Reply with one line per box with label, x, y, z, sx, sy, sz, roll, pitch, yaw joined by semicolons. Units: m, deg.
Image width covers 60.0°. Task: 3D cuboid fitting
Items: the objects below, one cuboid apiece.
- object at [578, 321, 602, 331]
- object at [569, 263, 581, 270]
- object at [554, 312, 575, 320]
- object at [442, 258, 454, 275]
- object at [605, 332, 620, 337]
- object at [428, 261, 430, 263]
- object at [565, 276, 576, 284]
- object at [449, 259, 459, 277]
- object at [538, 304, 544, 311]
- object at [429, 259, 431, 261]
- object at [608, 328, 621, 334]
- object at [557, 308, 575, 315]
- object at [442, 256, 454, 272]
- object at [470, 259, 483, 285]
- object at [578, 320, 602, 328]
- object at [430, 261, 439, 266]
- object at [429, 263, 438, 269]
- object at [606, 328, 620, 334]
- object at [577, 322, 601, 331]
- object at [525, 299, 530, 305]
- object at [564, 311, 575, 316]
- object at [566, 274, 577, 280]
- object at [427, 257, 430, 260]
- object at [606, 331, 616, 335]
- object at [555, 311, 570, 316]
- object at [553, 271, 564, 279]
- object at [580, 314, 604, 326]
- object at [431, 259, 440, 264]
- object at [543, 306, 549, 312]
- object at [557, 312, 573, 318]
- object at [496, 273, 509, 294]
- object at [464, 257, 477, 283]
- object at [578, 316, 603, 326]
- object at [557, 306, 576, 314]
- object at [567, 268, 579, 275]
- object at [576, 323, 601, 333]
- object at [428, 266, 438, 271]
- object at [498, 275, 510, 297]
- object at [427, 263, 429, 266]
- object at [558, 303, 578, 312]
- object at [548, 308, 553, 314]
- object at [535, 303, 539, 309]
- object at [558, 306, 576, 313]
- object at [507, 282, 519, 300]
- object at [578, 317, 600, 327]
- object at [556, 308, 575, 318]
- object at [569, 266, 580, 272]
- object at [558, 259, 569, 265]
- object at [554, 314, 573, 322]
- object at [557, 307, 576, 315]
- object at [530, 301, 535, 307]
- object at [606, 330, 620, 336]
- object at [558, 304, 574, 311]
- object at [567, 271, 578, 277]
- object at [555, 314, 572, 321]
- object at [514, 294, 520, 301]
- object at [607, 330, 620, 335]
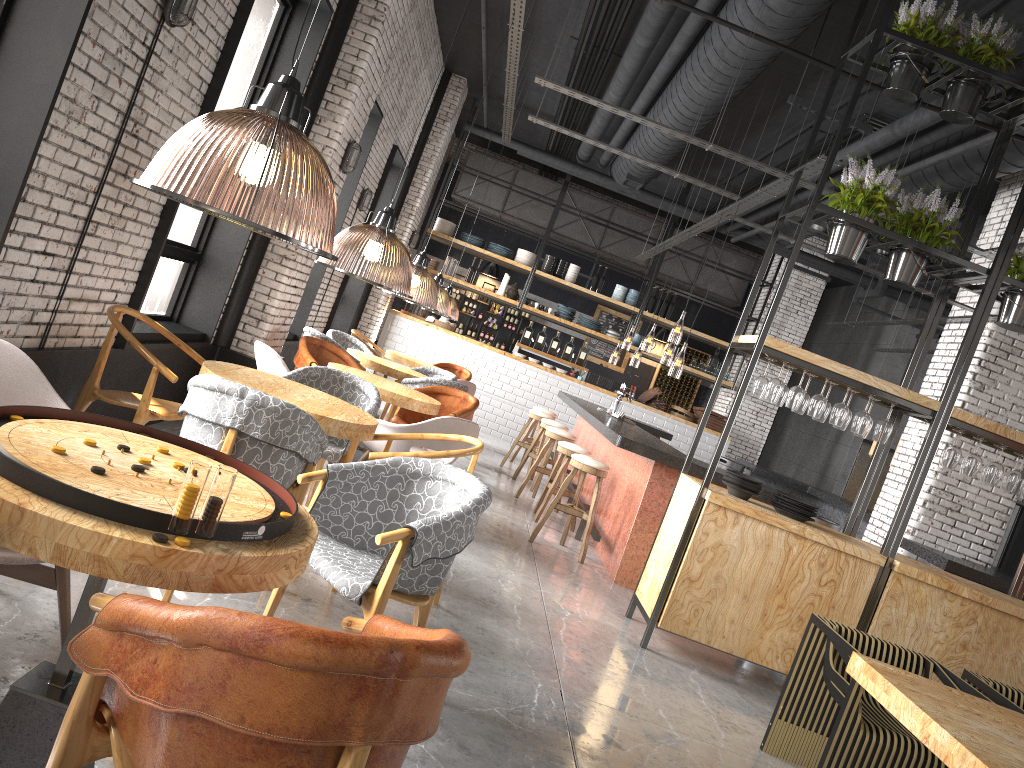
object;1.297;-0.973;14.854;0.454;0.050;0.453;21;2;18
object;1.043;-1.933;14.825;0.196;0.103;0.197;20;2;-24
object;0.869;-1.123;14.842;0.372;0.067;0.373;20;2;-21
object;-1.044;-1.922;14.572;0.107;0.264;0.151;21;2;25
object;1.680;-0.823;14.870;0.265;0.038;0.265;22;2;20
object;-1.442;-2.056;14.882;0.157;0.053;0.168;21;2;-2
object;0.965;-1.726;14.823;0.196;0.105;0.197;20;2;-24
object;-0.980;-1.914;14.681;0.118;0.293;0.169;21;1;3
object;0.480;-1.255;14.604;0.072;0.097;0.072;21;2;18
object;-1.427;-2.095;14.881;0.157;0.053;0.168;21;2;-2
object;1.703;-0.884;14.868;0.265;0.037;0.265;20;2;-7
object;0.900;-1.199;14.839;0.336;0.052;0.333;22;3;36
object;-1.064;-1.967;14.822;0.127;0.313;0.178;22;2;30
object;-0.587;-1.873;14.925;0.098;0.471;0.098;20;1;-25
object;1.303;-0.997;14.852;0.456;0.062;0.451;23;3;42
object;-1.297;-1.997;14.780;0.157;0.053;0.168;21;2;3
object;-1.310;-1.963;14.781;0.157;0.053;0.168;21;2;3
object;1.700;-0.873;14.868;0.265;0.034;0.265;21;2;11
object;1.287;-0.952;14.855;0.452;0.042;0.455;20;3;-27
object;0.258;-1.339;14.596;0.072;0.097;0.072;21;2;21
object;0.894;-1.187;14.837;0.334;0.039;0.335;21;2;-3
object;0.978;-1.768;14.823;0.196;0.104;0.197;20;2;-26
object;-1.434;-2.087;14.626;0.157;0.053;0.168;21;2;-2
object;1.686;-0.836;14.869;0.262;0.032;0.264;19;3;-44
object;0.880;-1.151;14.838;0.334;0.045;0.335;21;2;-6
object;0.763;-1.802;14.822;0.197;0.104;0.196;22;2;34
object;1.332;-1.062;14.852;0.453;0.062;0.453;21;2;13
object;-1.282;-2.036;14.779;0.157;0.053;0.168;21;2;3
object;0.552;-1.228;14.607;0.072;0.097;0.072;21;2;7
object;0.875;-1.140;14.839;0.335;0.051;0.334;22;3;28
object;-0.151;-1.664;14.872;0.127;0.394;0.126;22;2;38
object;-0.688;-1.911;14.922;0.098;0.471;0.098;20;1;-25
object;1.321;-1.040;14.852;0.455;0.048;0.453;22;2;25
object;0.909;-1.225;14.837;0.334;0.035;0.336;20;3;-27
object;1.009;-1.851;14.826;0.197;0.103;0.196;21;2;14
object;1.279;-0.929;14.856;0.453;0.033;0.455;20;2;-20
object;-1.326;-1.921;14.782;0.157;0.053;0.168;21;2;3
object;-0.120;-1.629;14.723;0.132;0.360;0.126;21;1;23
object;-1.454;-2.022;14.883;0.157;0.053;0.168;21;2;-2
object;0.926;-1.271;14.835;0.374;0.050;0.372;22;2;20
object;0.626;-1.200;14.610;0.072;0.097;0.072;22;2;30
object;0.403;-1.284;14.601;0.072;0.097;0.072;22;2;38
object;0.914;-1.239;14.836;0.334;0.036;0.335;20;2;-13
object;0.024;-1.548;14.743;0.197;0.305;0.195;22;2;35
object;1.314;-1.018;14.852;0.452;0.065;0.454;19;3;-39
object;0.892;-1.170;14.837;0.372;0.071;0.373;21;2;10
object;1.026;-1.891;14.822;0.196;0.100;0.197;21;2;-6
object;0.842;-2.009;14.817;0.196;0.103;0.197;20;2;-26
object;0.858;-1.089;14.840;0.333;0.033;0.336;19;3;-33
object;0.905;-1.214;14.839;0.335;0.052;0.333;21;2;15
object;0.330;-1.312;14.599;0.072;0.097;0.072;21;2;20
object;1.689;-0.846;14.869;0.264;0.028;0.263;22;3;25
object;0.921;-1.251;14.837;0.333;0.048;0.335;20;2;-15
object;0.996;-1.809;14.822;0.197;0.104;0.196;22;2;33
object;0.863;-1.102;14.838;0.334;0.046;0.335;20;2;-17
object;0.032;-1.502;14.945;0.204;0.213;0.202;22;2;35
object;1.693;-0.856;14.869;0.262;0.029;0.264;20;3;-26
